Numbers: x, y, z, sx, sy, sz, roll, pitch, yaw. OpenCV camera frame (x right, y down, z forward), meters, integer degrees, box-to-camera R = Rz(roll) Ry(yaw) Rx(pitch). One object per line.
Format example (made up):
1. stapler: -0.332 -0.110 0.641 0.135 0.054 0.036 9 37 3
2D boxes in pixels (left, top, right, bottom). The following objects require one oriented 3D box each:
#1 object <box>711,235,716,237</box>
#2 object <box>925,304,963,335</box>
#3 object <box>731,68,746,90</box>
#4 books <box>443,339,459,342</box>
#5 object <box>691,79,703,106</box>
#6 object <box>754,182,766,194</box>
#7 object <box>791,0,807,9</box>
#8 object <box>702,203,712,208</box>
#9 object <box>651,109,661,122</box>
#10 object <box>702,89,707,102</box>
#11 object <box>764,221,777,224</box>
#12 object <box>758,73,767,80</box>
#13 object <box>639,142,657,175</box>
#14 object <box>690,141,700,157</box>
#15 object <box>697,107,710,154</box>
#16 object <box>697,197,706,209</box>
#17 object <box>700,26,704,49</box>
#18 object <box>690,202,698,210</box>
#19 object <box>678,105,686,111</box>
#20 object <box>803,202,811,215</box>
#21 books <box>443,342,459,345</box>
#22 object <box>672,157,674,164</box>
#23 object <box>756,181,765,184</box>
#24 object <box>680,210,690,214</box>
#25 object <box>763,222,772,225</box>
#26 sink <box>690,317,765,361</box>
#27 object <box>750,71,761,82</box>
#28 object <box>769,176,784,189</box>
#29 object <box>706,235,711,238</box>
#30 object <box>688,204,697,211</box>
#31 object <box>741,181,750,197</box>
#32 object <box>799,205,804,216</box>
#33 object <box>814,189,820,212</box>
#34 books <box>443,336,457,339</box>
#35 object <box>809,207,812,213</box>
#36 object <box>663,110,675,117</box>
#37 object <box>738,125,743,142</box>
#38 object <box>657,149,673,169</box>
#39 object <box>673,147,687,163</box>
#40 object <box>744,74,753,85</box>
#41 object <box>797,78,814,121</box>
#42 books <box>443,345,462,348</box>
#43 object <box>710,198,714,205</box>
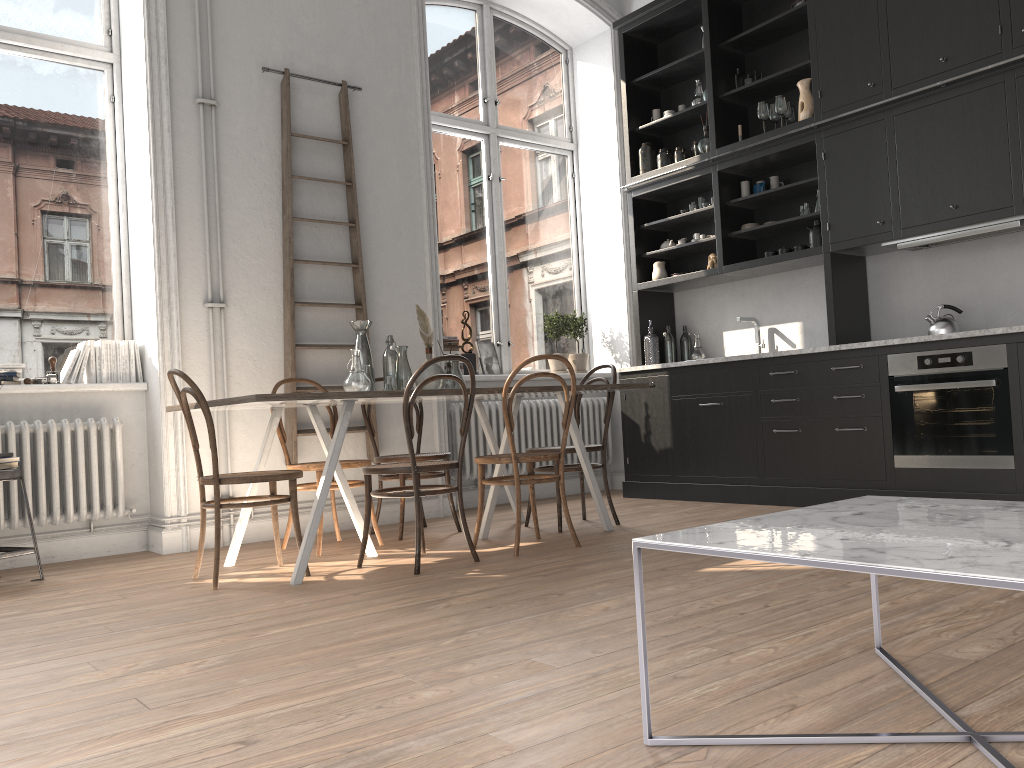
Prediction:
1. object: 1.439 -1.045 6.323 0.048 0.041 0.058 -4 -2 29
2. object: 2.447 -0.359 5.031 0.171 0.186 0.171 -2 -2 -27
3. object: 1.563 -2.080 6.112 0.084 0.199 0.065 -3 -2 -16
4. books: -0.509 -0.304 6.386 0.205 0.020 0.155 -1 -3 -38
5. object: 1.348 -2.070 6.369 0.132 0.219 0.132 -4 -2 26
6. object: 1.674 -1.303 5.994 0.082 0.093 0.140 -4 -2 17
7. object: 1.876 -2.439 5.758 0.056 0.121 0.167 -3 -2 -13
8. object: 1.382 -1.254 6.283 0.071 0.047 0.072 -3 -2 -1
9. object: 1.093 -2.001 6.713 0.059 0.135 0.082 -3 -2 -10
10. object: 1.398 -2.138 6.250 0.123 0.340 0.118 -3 -2 -20
11. object: 1.768 -1.077 6.028 0.112 0.036 0.112 -3 -2 4
12. object: 1.701 -2.052 6.024 0.044 0.121 0.058 -3 -2 -11
13. object: 1.018 -1.675 6.628 0.118 0.238 0.118 -4 -2 37
14. object: 1.358 -1.672 6.471 0.092 0.184 0.092 -2 -2 -24
15. object: 1.354 -1.769 6.185 0.134 0.357 0.134 -3 -2 7
16. object: 1.361 -1.281 6.352 0.060 0.107 0.060 -3 -2 -11
17. object: 1.391 -2.446 6.367 0.067 0.231 0.070 -2 -2 -42
18. object: 1.337 -1.274 6.491 0.060 0.107 0.060 -4 -2 19
19. object: 1.281 -2.015 6.629 0.059 0.135 0.082 -3 -2 -15
20. object: 1.885 -1.110 5.669 0.058 0.094 0.058 -3 -2 1
21. books: -0.518 -0.283 6.377 0.231 0.023 0.162 -2 -2 -23
22. object: 1.226 -1.640 6.756 0.114 0.155 0.114 -3 -2 7
23. object: 1.704 -1.323 6.098 0.082 0.135 0.059 -3 -2 -10
24. object: 1.261 -1.241 6.469 0.071 0.047 0.072 -3 -2 -1
25. object: 1.768 -1.070 6.027 0.124 0.036 0.123 -5 -3 39
26. sink: 1.544 -0.208 6.070 0.514 0.504 0.526 -2 -2 -38
27. object: 1.688 -2.075 6.132 0.065 0.177 0.084 -3 -2 -16
28. object: 1.785 -1.331 5.985 0.082 0.135 0.059 -4 -2 35
29. object: 1.417 -1.039 6.337 0.049 0.041 0.056 -4 -2 24
30. object: 1.308 -1.257 6.400 0.064 0.069 0.064 -3 -2 9
31. object: 1.605 -1.317 6.088 0.059 0.135 0.082 -4 -2 20
32. object: 1.883 -1.107 5.742 0.058 0.094 0.058 -3 -2 1
33. object: 1.944 -1.148 5.597 0.083 0.158 0.083 -4 -2 36
34. books: -0.520 -0.325 6.390 0.159 0.024 0.201 -5 -3 42
35. object: 1.954 -1.109 5.816 0.058 0.094 0.058 -4 -2 28
36. object: 1.180 -1.989 6.643 0.096 0.095 0.096 -3 -2 -4
37. object: 1.555 -1.687 6.035 0.123 0.161 0.123 -2 -2 -30
38. object: 1.124 -1.643 6.527 0.114 0.155 0.114 -2 -2 -35
39. object: 1.230 -1.647 6.481 0.096 0.150 0.096 -5 -2 40
40. object: 1.611 -2.048 6.034 0.053 0.125 0.041 -4 -2 19
41. object: 1.847 -1.772 5.572 0.094 0.267 0.116 -3 -2 4
42. books: -0.510 -0.261 6.381 0.243 0.019 0.174 -1 -3 -38
43. object: 1.426 -1.270 6.221 0.064 0.069 0.064 -5 -3 44
